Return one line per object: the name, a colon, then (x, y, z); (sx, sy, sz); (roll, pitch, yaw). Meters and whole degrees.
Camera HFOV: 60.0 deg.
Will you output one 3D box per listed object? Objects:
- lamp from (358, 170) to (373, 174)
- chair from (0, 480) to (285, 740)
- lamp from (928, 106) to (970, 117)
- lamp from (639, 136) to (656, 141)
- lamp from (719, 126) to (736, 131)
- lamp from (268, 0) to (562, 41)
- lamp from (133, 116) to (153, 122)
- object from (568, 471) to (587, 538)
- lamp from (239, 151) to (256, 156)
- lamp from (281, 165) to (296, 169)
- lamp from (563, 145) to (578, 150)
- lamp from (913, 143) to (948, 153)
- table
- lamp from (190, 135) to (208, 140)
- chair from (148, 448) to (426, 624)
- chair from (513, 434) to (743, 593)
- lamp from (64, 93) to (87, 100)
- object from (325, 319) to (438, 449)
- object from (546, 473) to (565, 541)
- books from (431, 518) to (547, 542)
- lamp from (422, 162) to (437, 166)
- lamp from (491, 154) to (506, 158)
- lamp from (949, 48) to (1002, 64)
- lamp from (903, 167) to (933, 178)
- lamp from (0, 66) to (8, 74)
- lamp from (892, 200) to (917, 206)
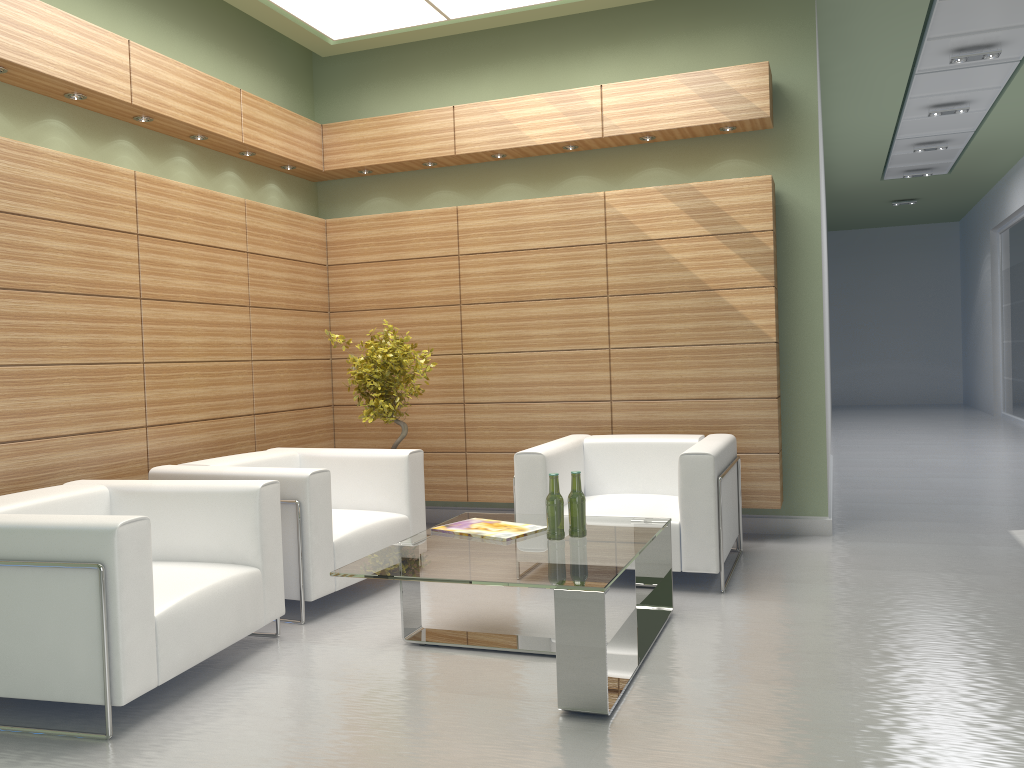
lamp: (-1.857, -2.712, 11.229); (0.181, 0.074, 0.181); (-2, 2, 14)
chair: (-2.803, 1.381, 6.082); (1.802, 1.234, 1.894); (-2, 2, 15)
lamp: (7.866, -4.955, 15.985); (0.657, 0.159, 0.286); (-1, 2, 20)
lamp: (1.528, -2.796, 9.998); (0.181, 0.074, 0.181); (-3, 2, -19)
lamp: (2.360, -2.817, 9.696); (0.181, 0.074, 0.181); (-2, 2, 14)
lamp: (-0.859, -4.235, 7.477); (4.571, 0.325, 5.060); (-1, 2, 20)
lamp: (-3.558, -2.582, 8.557); (0.181, 0.074, 0.181); (-2, 2, 3)
object: (0.469, 0.869, 6.419); (0.131, 0.475, 0.131); (-2, 2, -15)
lamp: (-3.007, -2.642, 10.078); (0.181, 0.074, 0.181); (-2, 2, -8)
lamp: (-2.732, -2.672, 10.838); (0.181, 0.074, 0.181); (-2, 2, 3)
lamp: (0.679, -2.775, 10.307); (0.181, 0.074, 0.181); (-2, 2, 14)
lamp: (8.933, -5.070, 18.930); (0.657, 0.159, 0.286); (-1, 2, 20)
table: (0.068, 1.496, 6.322); (1.783, 0.742, 2.197); (-1, 2, 20)
lamp: (-3.286, -2.612, 9.307); (0.181, 0.074, 0.181); (-2, 2, 3)
chair: (-1.995, 1.295, 8.260); (1.769, 1.234, 1.894); (-1, 2, 25)
chair: (1.178, 1.176, 8.640); (1.894, 1.234, 1.802); (-1, 2, 20)
lamp: (-3.836, -2.552, 7.792); (0.181, 0.074, 0.181); (-2, 2, -8)
object: (-1.423, 0.561, 9.763); (1.201, 2.565, 1.116); (-2, 2, -12)
object: (0.307, 0.876, 6.350); (0.131, 0.475, 0.131); (-2, 2, -15)
books: (-0.171, 1.107, 6.767); (0.762, 0.025, 0.508); (-1, 2, 40)
lamp: (-1.013, -2.733, 10.922); (0.181, 0.074, 0.181); (-2, 2, 14)
lamp: (-0.158, -2.754, 10.611); (0.181, 0.074, 0.181); (-3, 2, -19)
lamp: (6.780, -4.837, 12.990); (0.657, 0.159, 0.286); (-1, 2, 20)
lamp: (9.971, -5.182, 21.793); (0.657, 0.159, 0.286); (-1, 2, 20)
lamp: (-4.109, -2.523, 7.038); (0.181, 0.074, 0.181); (-2, 2, 3)
lamp: (11.491, -5.346, 25.987); (0.657, 0.159, 0.286); (-1, 2, 20)
